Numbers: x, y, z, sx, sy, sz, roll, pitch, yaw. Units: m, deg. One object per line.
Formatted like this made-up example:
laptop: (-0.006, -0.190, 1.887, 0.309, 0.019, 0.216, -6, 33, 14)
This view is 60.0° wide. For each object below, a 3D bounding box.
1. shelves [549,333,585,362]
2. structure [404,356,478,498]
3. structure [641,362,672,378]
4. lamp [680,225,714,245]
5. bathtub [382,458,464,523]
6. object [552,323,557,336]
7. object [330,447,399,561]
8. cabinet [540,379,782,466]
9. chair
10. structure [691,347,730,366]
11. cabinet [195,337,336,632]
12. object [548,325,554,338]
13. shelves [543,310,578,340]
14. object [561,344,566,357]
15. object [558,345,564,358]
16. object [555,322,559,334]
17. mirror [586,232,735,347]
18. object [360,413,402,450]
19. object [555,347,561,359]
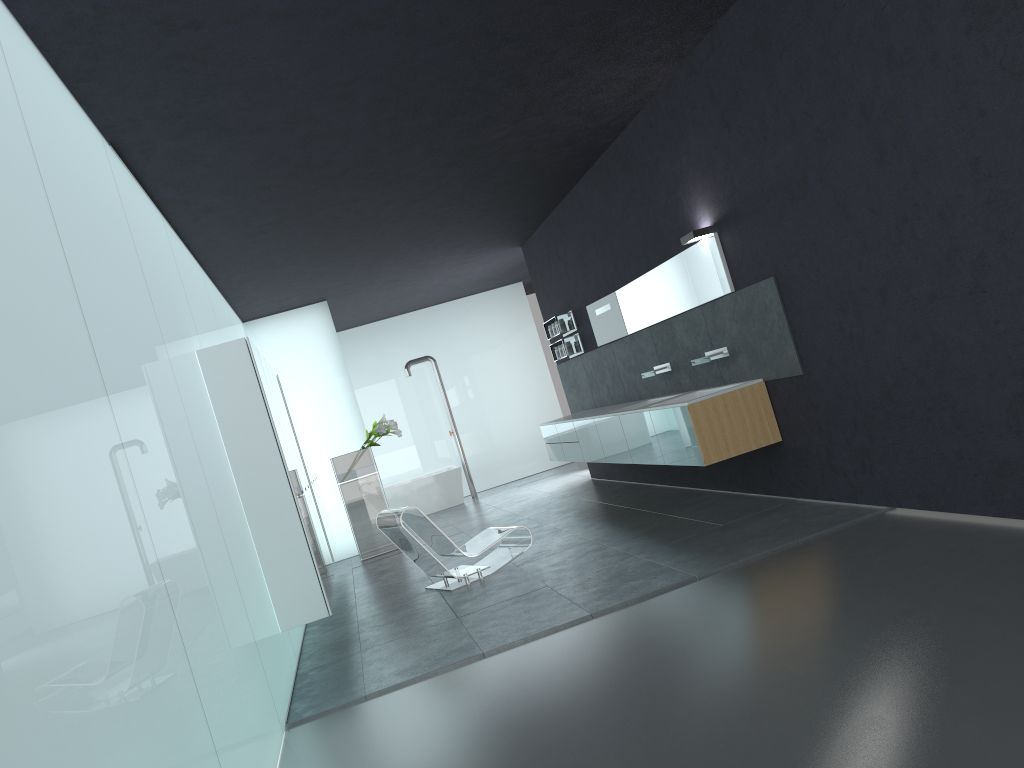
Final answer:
shelves: (0.776, -0.509, 12.627, 0.265, 0.285, 0.771, -17, -1, -12)
structure: (-1.341, 0.885, 16.611, 0.642, 2.872, 0.123, -17, 0, -12)
structure: (1.556, -0.143, 9.630, 0.186, 0.088, 0.483, -17, -1, -12)
lamp: (1.622, -1.302, 7.776, 0.198, 0.066, 0.277, -17, -1, -12)
bathtub: (-1.870, 2.038, 16.445, 1.975, 0.858, 0.961, -17, -1, -11)
object: (0.629, -0.781, 12.682, 0.096, 0.184, 0.068, -17, 0, -3)
object: (-2.103, 1.697, 12.703, 0.584, 1.491, 0.576, -17, 0, -12)
cabinet: (1.350, 0.536, 10.222, 0.733, 0.556, 5.590, -17, -1, -12)
chair: (-0.542, 1.463, 8.611, 1.258, 0.871, 0.631, -16, 0, -30)
structure: (1.825, -0.253, 8.239, 0.186, 0.088, 0.483, -17, -1, -12)
cabinet: (-2.442, 0.986, 9.643, 0.398, 2.215, 6.012, -17, -1, -12)
object: (0.588, -0.765, 12.892, 0.096, 0.184, 0.068, -17, 0, -20)
shelves: (0.681, -0.822, 12.627, 0.265, 0.285, 0.771, -17, -1, -12)
object: (0.760, -0.483, 12.498, 0.096, 0.184, 0.068, -17, 0, -13)
object: (0.724, -0.468, 12.682, 0.096, 0.184, 0.068, -17, 0, -3)
object: (0.665, -0.796, 12.497, 0.096, 0.184, 0.068, -17, 0, -13)
mirror: (1.458, -0.898, 9.430, 0.109, 0.532, 3.728, -17, -1, -13)
object: (-2.038, 0.872, 12.609, 1.022, 0.779, 0.976, -17, -1, -19)
object: (0.684, -0.451, 12.893, 0.096, 0.184, 0.068, -17, 0, -20)
